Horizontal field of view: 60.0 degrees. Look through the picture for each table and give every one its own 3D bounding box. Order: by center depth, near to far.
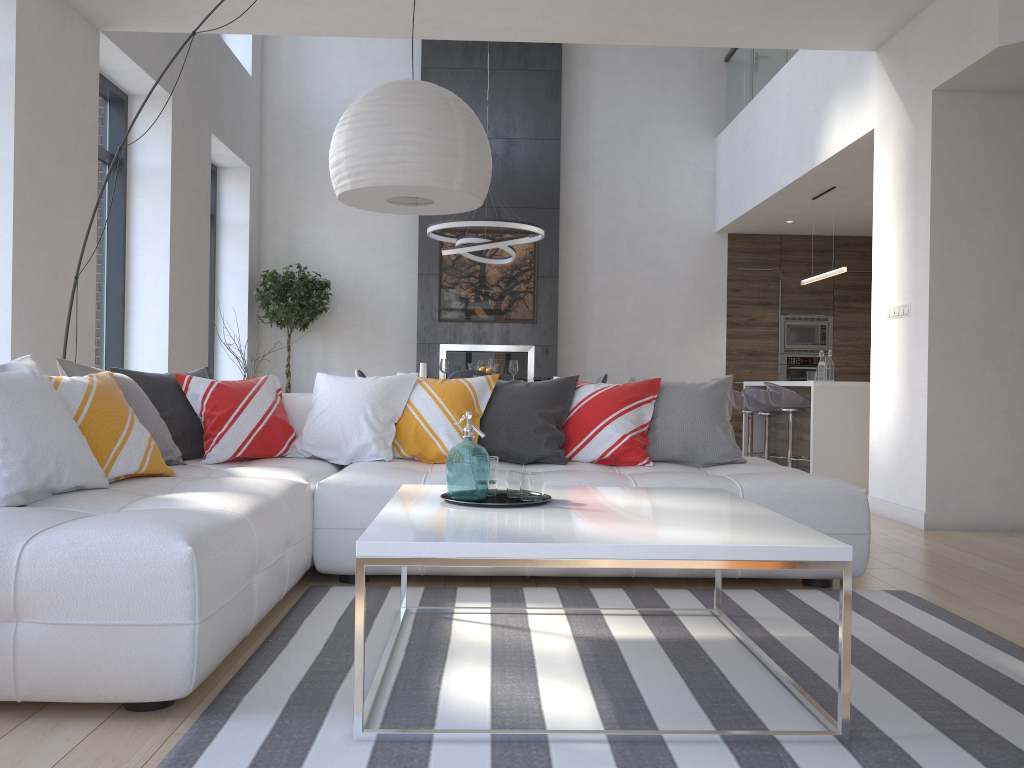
[{"bbox_3d":[0.187,0.567,2.485,1.091,0.435,1.091,1,0,-2],"label":"table"}]

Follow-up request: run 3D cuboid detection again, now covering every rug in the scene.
[{"bbox_3d":[0.414,0.792,2.614,2.326,0.016,1.662,1,0,-2],"label":"rug"}]

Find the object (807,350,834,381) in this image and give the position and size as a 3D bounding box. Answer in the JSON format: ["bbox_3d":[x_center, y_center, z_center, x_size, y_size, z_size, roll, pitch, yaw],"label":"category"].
[{"bbox_3d":[2.553,-0.153,7.425,0.323,0.267,0.148,1,0,-37],"label":"object"}]

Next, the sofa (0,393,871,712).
[{"bbox_3d":[-0.299,0.422,3.334,3.424,0.732,2.614,1,0,-2],"label":"sofa"}]

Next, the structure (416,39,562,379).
[{"bbox_3d":[-0.231,-2.388,9.406,1.500,6.351,0.722,1,0,-2],"label":"structure"}]

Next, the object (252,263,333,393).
[{"bbox_3d":[-2.307,-0.262,9.296,0.801,2.019,0.813,1,0,2],"label":"object"}]

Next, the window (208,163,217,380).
[{"bbox_3d":[-3.154,-1.059,8.580,0.170,2.402,1.310,1,0,-2],"label":"window"}]

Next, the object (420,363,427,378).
[{"bbox_3d":[-0.561,0.085,4.753,0.316,0.398,0.319,1,0,22],"label":"object"}]

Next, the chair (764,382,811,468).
[{"bbox_3d":[2.249,0.405,7.145,0.434,0.838,0.475,1,0,-4],"label":"chair"}]

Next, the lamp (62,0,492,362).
[{"bbox_3d":[-1.482,-0.554,3.978,3.199,2.647,0.710,1,0,34],"label":"lamp"}]

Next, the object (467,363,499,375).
[{"bbox_3d":[-0.247,-0.080,7.590,0.278,0.184,0.278,1,0,7],"label":"object"}]

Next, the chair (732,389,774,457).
[{"bbox_3d":[2.232,0.430,8.294,0.434,0.787,0.475,1,0,16],"label":"chair"}]

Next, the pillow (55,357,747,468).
[{"bbox_3d":[-0.303,0.148,3.821,2.953,0.453,0.647,1,0,-14],"label":"pillow"}]

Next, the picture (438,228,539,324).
[{"bbox_3d":[-0.251,-1.148,9.432,1.056,0.990,0.026,1,0,-2],"label":"picture"}]

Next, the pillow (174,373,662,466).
[{"bbox_3d":[-0.410,0.177,4.150,2.250,0.449,0.575,1,0,-4],"label":"pillow"}]

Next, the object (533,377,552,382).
[{"bbox_3d":[0.259,-0.019,7.520,0.258,0.074,0.258,1,0,-21],"label":"object"}]

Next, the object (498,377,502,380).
[{"bbox_3d":[-0.169,-0.025,8.097,0.258,0.074,0.258,1,0,18],"label":"object"}]

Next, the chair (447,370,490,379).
[{"bbox_3d":[-0.301,0.338,6.961,0.655,0.891,0.619,1,0,5],"label":"chair"}]

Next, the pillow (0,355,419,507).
[{"bbox_3d":[-1.111,0.137,3.335,0.580,0.456,2.156,1,0,24],"label":"pillow"}]

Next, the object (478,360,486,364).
[{"bbox_3d":[-0.268,-0.098,7.856,0.083,0.220,0.083,1,0,-41],"label":"object"}]

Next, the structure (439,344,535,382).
[{"bbox_3d":[-0.269,-0.234,9.576,1.010,0.651,0.295,1,0,-2],"label":"structure"}]

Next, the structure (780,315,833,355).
[{"bbox_3d":[3.271,-0.543,10.101,0.595,0.430,0.459,1,0,-2],"label":"structure"}]

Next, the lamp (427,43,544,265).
[{"bbox_3d":[-0.192,-3.305,7.582,1.000,4.513,1.000,1,0,0],"label":"lamp"}]

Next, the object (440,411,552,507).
[{"bbox_3d":[-0.046,0.213,2.632,0.330,0.265,0.330,1,0,22],"label":"object"}]

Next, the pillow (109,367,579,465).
[{"bbox_3d":[-0.736,0.145,4.132,2.120,0.436,0.608,1,0,-6],"label":"pillow"}]

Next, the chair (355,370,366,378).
[{"bbox_3d":[-1.033,0.327,7.589,0.619,0.891,0.655,1,0,0],"label":"chair"}]

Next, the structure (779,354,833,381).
[{"bbox_3d":[3.264,-0.042,10.083,0.595,0.570,0.495,1,0,-2],"label":"structure"}]

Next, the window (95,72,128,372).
[{"bbox_3d":[-3.085,-1.057,6.282,0.170,2.402,1.310,1,0,-2],"label":"window"}]

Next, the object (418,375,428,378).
[{"bbox_3d":[-0.795,-0.035,7.571,0.258,0.074,0.258,1,0,18],"label":"object"}]

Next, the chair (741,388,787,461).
[{"bbox_3d":[2.231,0.430,7.743,0.434,0.787,0.475,1,0,-39],"label":"chair"}]

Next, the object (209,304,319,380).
[{"bbox_3d":[-1.418,-0.102,4.806,0.406,0.744,0.607,1,0,38],"label":"object"}]

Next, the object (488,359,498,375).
[{"bbox_3d":[-0.160,-0.096,7.297,0.083,0.220,0.083,1,0,-30],"label":"object"}]

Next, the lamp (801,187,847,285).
[{"bbox_3d":[2.711,-1.295,7.733,0.020,0.756,0.998,1,0,-2],"label":"lamp"}]

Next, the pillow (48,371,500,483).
[{"bbox_3d":[-0.921,0.158,3.591,2.095,0.440,0.630,1,0,-45],"label":"pillow"}]

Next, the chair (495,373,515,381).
[{"bbox_3d":[-0.167,0.340,8.344,0.655,0.891,0.619,1,0,5],"label":"chair"}]

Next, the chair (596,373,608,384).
[{"bbox_3d":[0.496,0.350,7.551,0.619,0.891,0.655,1,0,0],"label":"chair"}]

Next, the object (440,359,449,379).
[{"bbox_3d":[-0.572,-0.103,7.502,0.083,0.220,0.083,1,0,-41],"label":"object"}]

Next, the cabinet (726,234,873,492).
[{"bbox_3d":[3.495,-0.405,7.575,2.402,2.501,4.694,1,0,-2],"label":"cabinet"}]

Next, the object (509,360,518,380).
[{"bbox_3d":[0.012,-0.094,7.645,0.083,0.220,0.083,1,0,26],"label":"object"}]
